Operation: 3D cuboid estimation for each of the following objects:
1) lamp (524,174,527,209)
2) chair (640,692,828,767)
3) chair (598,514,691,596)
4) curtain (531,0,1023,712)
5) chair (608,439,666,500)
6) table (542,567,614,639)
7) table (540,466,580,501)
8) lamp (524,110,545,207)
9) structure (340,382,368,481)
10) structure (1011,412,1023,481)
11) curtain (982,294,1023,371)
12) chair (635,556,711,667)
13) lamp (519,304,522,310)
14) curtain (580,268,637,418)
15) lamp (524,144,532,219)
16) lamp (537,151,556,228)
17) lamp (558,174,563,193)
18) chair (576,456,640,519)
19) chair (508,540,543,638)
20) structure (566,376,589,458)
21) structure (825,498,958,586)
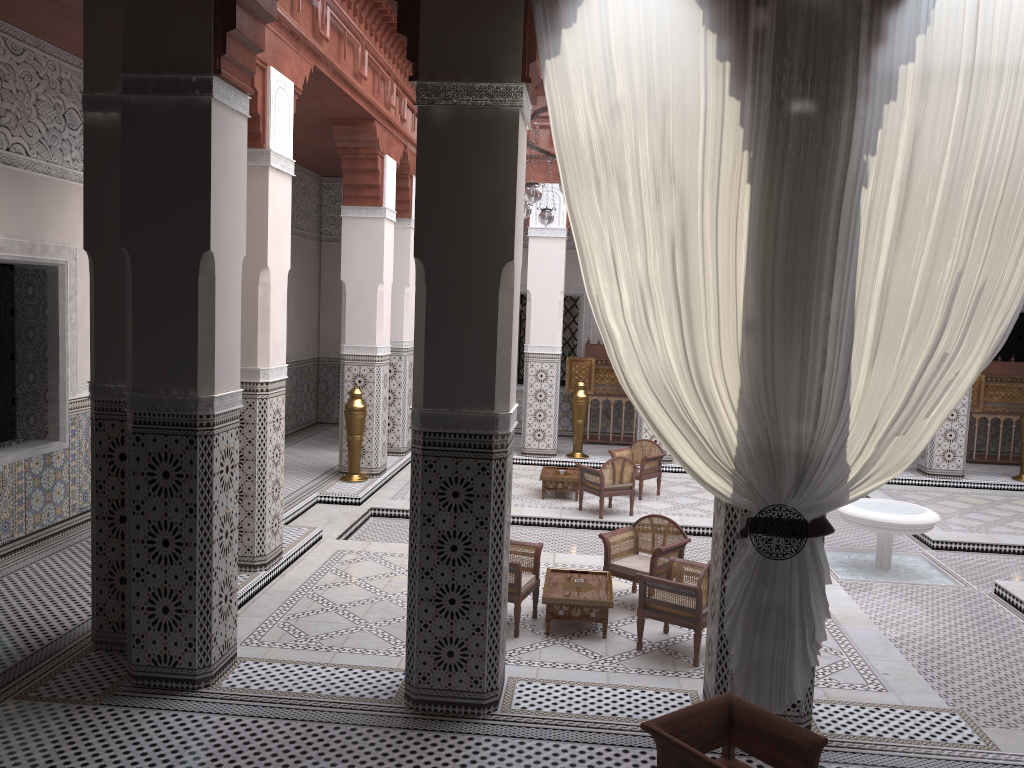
[{"bbox_3d":[0.022,-0.907,3.758,0.091,0.371,0.090,4,5,20],"label":"lamp"},{"bbox_3d":[0.408,0.769,1.663,0.259,0.252,0.234,-2,6,-37],"label":"chair"},{"bbox_3d":[0.471,0.636,3.167,0.263,0.313,0.208,7,7,41],"label":"chair"},{"bbox_3d":[0.629,-0.122,1.963,1.303,1.764,0.129,3,5,5],"label":"curtain"},{"bbox_3d":[0.709,0.478,5.043,0.263,0.313,0.208,7,7,41],"label":"chair"},{"bbox_3d":[0.221,0.730,2.982,0.229,0.142,0.330,3,5,5],"label":"table"},{"bbox_3d":[0.276,0.554,4.976,0.229,0.142,0.330,3,5,5],"label":"table"},{"bbox_3d":[0.076,-0.878,3.454,0.091,0.371,0.090,4,5,20],"label":"lamp"},{"bbox_3d":[-0.864,0.257,4.884,0.156,0.539,0.156,-1,6,-34],"label":"structure"},{"bbox_3d":[3.305,0.344,5.671,0.156,0.539,0.156,3,5,11],"label":"structure"},{"bbox_3d":[2.830,-0.381,5.828,1.304,1.761,0.048,3,5,5],"label":"curtain"},{"bbox_3d":[0.532,0.675,2.762,0.208,0.313,0.263,6,6,35],"label":"chair"},{"bbox_3d":[-0.078,-0.370,2.420,0.216,0.552,0.221,3,5,5],"label":"lamp"},{"bbox_3d":[0.981,-0.467,6.005,1.304,1.761,0.048,3,5,5],"label":"curtain"},{"bbox_3d":[0.049,-0.934,4.064,0.091,0.371,0.090,4,5,20],"label":"lamp"},{"bbox_3d":[0.165,-0.955,4.358,0.090,0.371,0.091,1,5,-15],"label":"lamp"},{"bbox_3d":[0.205,-0.848,3.173,0.091,0.371,0.090,4,5,20],"label":"lamp"},{"bbox_3d":[0.489,0.513,4.566,0.263,0.313,0.208,-1,6,-29],"label":"chair"},{"bbox_3d":[-0.037,0.638,2.930,0.208,0.313,0.263,4,5,19],"label":"chair"},{"bbox_3d":[0.449,0.215,5.915,0.156,0.539,0.156,0,6,-23],"label":"structure"},{"bbox_3d":[1.683,0.706,3.990,0.528,0.310,0.501,3,5,5],"label":"structure"}]
